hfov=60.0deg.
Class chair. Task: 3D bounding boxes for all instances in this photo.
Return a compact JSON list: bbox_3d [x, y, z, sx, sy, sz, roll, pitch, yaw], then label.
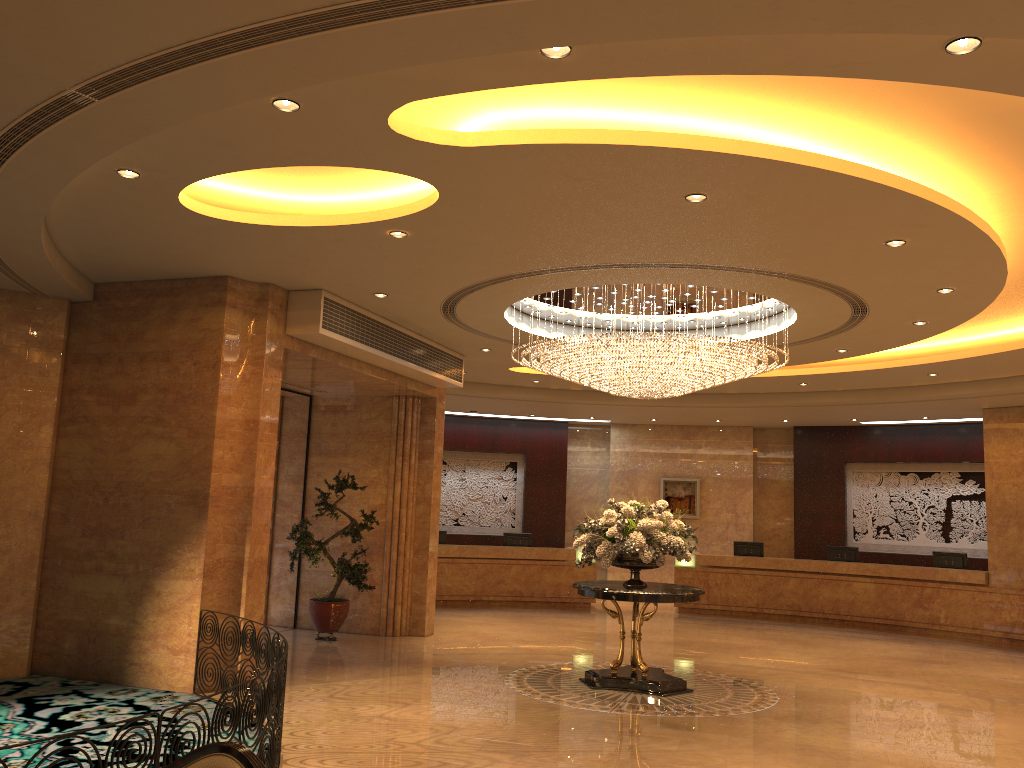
[{"bbox_3d":[-1.243,1.835,3.133,0.951,0.916,0.769,0,-8,14],"label":"chair"}]

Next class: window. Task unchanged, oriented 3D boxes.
[{"bbox_3d":[-3.773,1.689,11.974,0.047,3.571,3.515,-1,-9,19],"label":"window"}]

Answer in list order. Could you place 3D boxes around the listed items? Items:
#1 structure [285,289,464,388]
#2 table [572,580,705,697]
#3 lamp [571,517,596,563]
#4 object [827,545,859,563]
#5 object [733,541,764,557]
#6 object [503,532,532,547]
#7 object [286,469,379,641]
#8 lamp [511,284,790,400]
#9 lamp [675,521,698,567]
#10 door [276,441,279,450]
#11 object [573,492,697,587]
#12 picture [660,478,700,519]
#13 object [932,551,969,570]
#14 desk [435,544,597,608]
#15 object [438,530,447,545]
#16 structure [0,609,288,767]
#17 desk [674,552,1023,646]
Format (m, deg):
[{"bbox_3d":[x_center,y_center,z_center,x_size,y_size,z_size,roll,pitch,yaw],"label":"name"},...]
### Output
[{"bbox_3d":[-1.595,-0.484,11.553,0.425,0.483,4.113,-1,-9,19],"label":"structure"},{"bbox_3d":[1.415,2.834,10.016,1.493,1.089,1.493,0,-8,13],"label":"table"},{"bbox_3d":[1.495,3.198,18.291,0.570,0.923,0.580,0,-8,16],"label":"lamp"},{"bbox_3d":[6.462,3.420,17.319,0.430,0.500,0.531,5,-9,-20],"label":"object"},{"bbox_3d":[4.829,3.470,18.103,0.430,0.500,0.531,8,-10,-33],"label":"object"},{"bbox_3d":[-0.051,3.345,18.458,0.918,0.500,0.397,2,-8,1],"label":"object"},{"bbox_3d":[-2.508,2.388,12.436,1.250,2.363,0.843,2,-8,0],"label":"object"},{"bbox_3d":[1.595,-0.419,10.466,3.204,1.196,3.206,8,-10,-33],"label":"lamp"},{"bbox_3d":[3.534,3.253,18.110,0.577,0.925,0.542,-1,-9,21],"label":"lamp"},{"bbox_3d":[-3.788,2.062,11.921,0.195,2.758,1.880,-1,-9,19],"label":"door"},{"bbox_3d":[1.446,1.807,10.199,1.318,0.999,1.277,9,-11,-40],"label":"object"},{"bbox_3d":[3.800,2.583,20.075,0.875,0.890,0.068,1,-8,10],"label":"picture"},{"bbox_3d":[7.988,3.313,16.158,0.430,0.500,0.531,3,-8,-9],"label":"object"},{"bbox_3d":[-0.718,3.872,18.037,5.227,1.155,1.570,5,-8,-16],"label":"desk"},{"bbox_3d":[-1.625,3.220,18.005,0.531,0.500,0.430,1,-8,11],"label":"object"},{"bbox_3d":[-3.843,2.081,4.526,3.815,0.995,7.624,-4,-10,37],"label":"structure"},{"bbox_3d":[8.012,3.675,14.299,3.466,1.155,12.951,8,-10,-36],"label":"desk"}]
